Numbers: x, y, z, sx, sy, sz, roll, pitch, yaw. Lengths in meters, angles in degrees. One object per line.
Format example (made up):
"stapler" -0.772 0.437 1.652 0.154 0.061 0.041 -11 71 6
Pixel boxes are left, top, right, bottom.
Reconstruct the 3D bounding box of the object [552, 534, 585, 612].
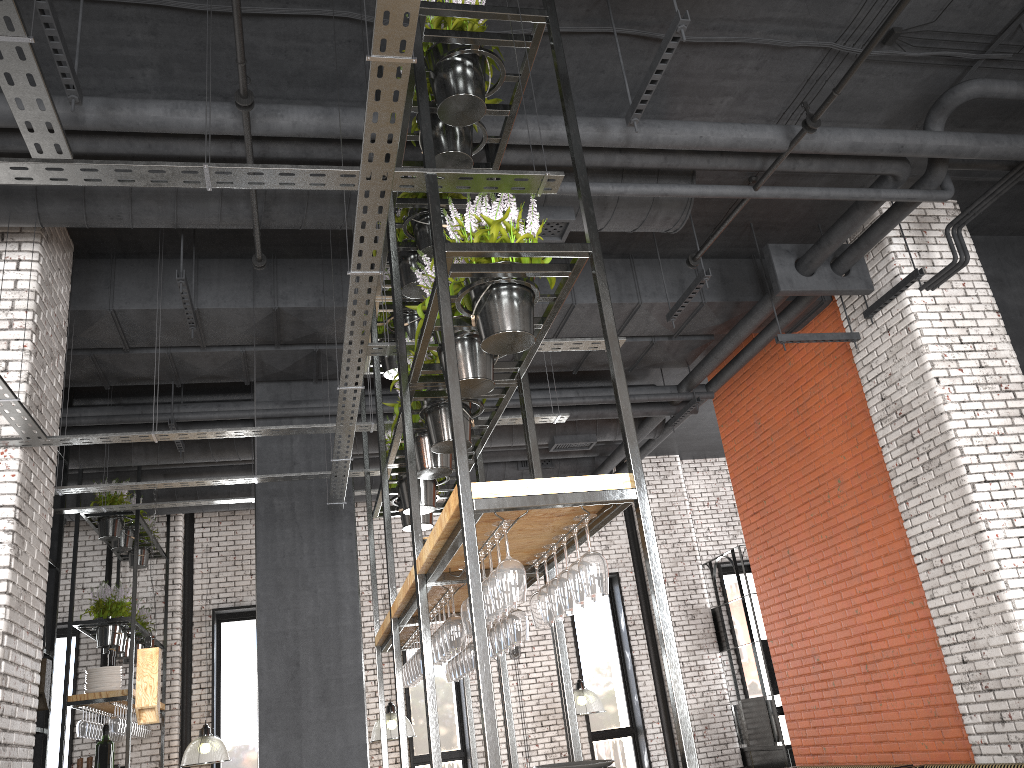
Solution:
"object" 0.208 0.692 3.254 0.100 0.269 0.100 -25 -28 35

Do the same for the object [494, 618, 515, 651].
"object" -0.042 1.156 4.316 0.101 0.269 0.100 -7 -23 -1

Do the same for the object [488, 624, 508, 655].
"object" -0.073 1.214 4.447 0.101 0.269 0.100 -7 -23 -1

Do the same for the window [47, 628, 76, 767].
"window" -5.700 4.345 10.718 0.749 2.718 0.362 -2 -23 -14

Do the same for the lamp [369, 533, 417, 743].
"lamp" -1.503 2.936 10.550 0.535 2.423 0.533 -16 -24 19

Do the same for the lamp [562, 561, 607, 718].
"lamp" 0.719 2.858 11.104 0.535 2.423 0.533 -16 -24 19

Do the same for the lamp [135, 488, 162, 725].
"lamp" -2.368 1.404 5.823 0.127 1.558 0.126 -2 -23 -14

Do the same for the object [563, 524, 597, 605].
"object" 0.239 0.634 3.123 0.100 0.269 0.100 -25 -28 35

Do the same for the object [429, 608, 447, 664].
"object" -0.381 1.281 4.509 0.101 0.269 0.100 -7 -23 -1

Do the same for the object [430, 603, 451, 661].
"object" -0.350 1.223 4.378 0.101 0.269 0.100 -7 -23 -1

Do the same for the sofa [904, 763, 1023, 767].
"sofa" 3.123 2.934 5.836 0.640 0.735 1.792 -2 -23 -14

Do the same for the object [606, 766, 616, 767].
"object" 0.202 1.246 2.764 0.257 0.072 0.255 -2 -23 -14

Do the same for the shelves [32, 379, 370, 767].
"shelves" -4.342 1.874 7.346 6.148 4.398 0.996 -2 -23 -14

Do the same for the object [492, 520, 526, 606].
"object" -0.010 0.590 2.931 0.100 0.269 0.100 -25 -28 35

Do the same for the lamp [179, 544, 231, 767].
"lamp" -3.468 3.006 10.061 0.535 2.423 0.533 -16 -24 19

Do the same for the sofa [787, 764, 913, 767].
"sofa" 2.712 3.697 7.580 0.640 0.735 1.792 -2 -23 -14

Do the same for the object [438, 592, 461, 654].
"object" -0.289 1.109 4.116 0.101 0.269 0.100 -7 -23 -1

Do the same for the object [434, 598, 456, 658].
"object" -0.319 1.166 4.247 0.101 0.269 0.100 -7 -23 -1

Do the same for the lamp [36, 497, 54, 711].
"lamp" -3.009 1.356 5.695 0.127 1.405 0.126 -2 -23 -14

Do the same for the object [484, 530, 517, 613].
"object" -0.039 0.644 3.054 0.100 0.269 0.100 -25 -28 35

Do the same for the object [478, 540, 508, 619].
"object" -0.069 0.701 3.185 0.100 0.269 0.100 -25 -28 35

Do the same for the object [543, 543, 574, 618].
"object" 0.177 0.749 3.386 0.100 0.269 0.100 -25 -28 35

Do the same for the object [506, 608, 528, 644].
"object" 0.018 1.045 4.062 0.101 0.269 0.100 -7 -23 -1

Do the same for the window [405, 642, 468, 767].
"window" -1.044 4.182 11.879 0.749 2.718 0.362 -2 -23 -14

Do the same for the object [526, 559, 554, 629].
"object" 0.116 0.864 3.648 0.101 0.269 0.100 -14 -23 15

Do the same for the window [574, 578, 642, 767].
"window" 1.284 4.100 12.459 0.749 2.718 0.362 -2 -23 -14

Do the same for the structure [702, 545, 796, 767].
"structure" 6.249 3.860 12.665 6.484 3.350 1.416 -2 -23 -14

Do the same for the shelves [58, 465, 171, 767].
"shelves" -4.282 3.137 9.645 0.690 5.055 2.315 -2 -23 -14

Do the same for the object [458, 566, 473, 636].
"object" -0.162 0.873 3.578 0.101 0.269 0.100 -14 -23 15

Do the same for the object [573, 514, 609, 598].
"object" 0.268 0.581 3.000 0.100 0.269 0.100 -25 -28 35

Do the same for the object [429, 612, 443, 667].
"object" -0.412 1.338 4.640 0.101 0.269 0.100 -7 -23 -1

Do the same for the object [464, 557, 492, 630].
"object" -0.131 0.816 3.447 0.100 0.269 0.100 -25 -28 35

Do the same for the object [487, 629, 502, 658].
"object" -0.104 1.271 4.578 0.101 0.269 0.100 -7 -23 -1

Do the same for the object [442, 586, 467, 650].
"object" -0.260 1.055 3.993 0.101 0.269 0.100 -7 -23 -1

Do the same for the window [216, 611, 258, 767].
"window" -3.392 4.264 11.294 0.749 2.718 0.362 -2 -23 -14

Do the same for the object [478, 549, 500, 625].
"object" -0.100 0.759 3.316 0.100 0.269 0.100 -25 -28 35

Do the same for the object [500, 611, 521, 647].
"object" -0.011 1.099 4.185 0.101 0.269 0.100 -7 -23 -1

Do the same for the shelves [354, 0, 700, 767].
"shelves" -0.278 0.566 4.648 0.690 5.055 3.632 -2 -23 -14

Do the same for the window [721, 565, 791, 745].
"window" 3.595 4.019 13.035 0.749 2.718 0.362 -2 -23 -14

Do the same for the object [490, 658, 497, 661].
"object" -0.134 1.328 4.709 0.101 0.269 0.100 -7 -23 -1

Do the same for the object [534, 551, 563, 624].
"object" 0.146 0.806 3.517 0.100 0.269 0.100 -25 -28 35

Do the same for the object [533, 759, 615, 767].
"object" 0.199 1.222 2.775 0.256 0.077 0.255 -16 -24 20
